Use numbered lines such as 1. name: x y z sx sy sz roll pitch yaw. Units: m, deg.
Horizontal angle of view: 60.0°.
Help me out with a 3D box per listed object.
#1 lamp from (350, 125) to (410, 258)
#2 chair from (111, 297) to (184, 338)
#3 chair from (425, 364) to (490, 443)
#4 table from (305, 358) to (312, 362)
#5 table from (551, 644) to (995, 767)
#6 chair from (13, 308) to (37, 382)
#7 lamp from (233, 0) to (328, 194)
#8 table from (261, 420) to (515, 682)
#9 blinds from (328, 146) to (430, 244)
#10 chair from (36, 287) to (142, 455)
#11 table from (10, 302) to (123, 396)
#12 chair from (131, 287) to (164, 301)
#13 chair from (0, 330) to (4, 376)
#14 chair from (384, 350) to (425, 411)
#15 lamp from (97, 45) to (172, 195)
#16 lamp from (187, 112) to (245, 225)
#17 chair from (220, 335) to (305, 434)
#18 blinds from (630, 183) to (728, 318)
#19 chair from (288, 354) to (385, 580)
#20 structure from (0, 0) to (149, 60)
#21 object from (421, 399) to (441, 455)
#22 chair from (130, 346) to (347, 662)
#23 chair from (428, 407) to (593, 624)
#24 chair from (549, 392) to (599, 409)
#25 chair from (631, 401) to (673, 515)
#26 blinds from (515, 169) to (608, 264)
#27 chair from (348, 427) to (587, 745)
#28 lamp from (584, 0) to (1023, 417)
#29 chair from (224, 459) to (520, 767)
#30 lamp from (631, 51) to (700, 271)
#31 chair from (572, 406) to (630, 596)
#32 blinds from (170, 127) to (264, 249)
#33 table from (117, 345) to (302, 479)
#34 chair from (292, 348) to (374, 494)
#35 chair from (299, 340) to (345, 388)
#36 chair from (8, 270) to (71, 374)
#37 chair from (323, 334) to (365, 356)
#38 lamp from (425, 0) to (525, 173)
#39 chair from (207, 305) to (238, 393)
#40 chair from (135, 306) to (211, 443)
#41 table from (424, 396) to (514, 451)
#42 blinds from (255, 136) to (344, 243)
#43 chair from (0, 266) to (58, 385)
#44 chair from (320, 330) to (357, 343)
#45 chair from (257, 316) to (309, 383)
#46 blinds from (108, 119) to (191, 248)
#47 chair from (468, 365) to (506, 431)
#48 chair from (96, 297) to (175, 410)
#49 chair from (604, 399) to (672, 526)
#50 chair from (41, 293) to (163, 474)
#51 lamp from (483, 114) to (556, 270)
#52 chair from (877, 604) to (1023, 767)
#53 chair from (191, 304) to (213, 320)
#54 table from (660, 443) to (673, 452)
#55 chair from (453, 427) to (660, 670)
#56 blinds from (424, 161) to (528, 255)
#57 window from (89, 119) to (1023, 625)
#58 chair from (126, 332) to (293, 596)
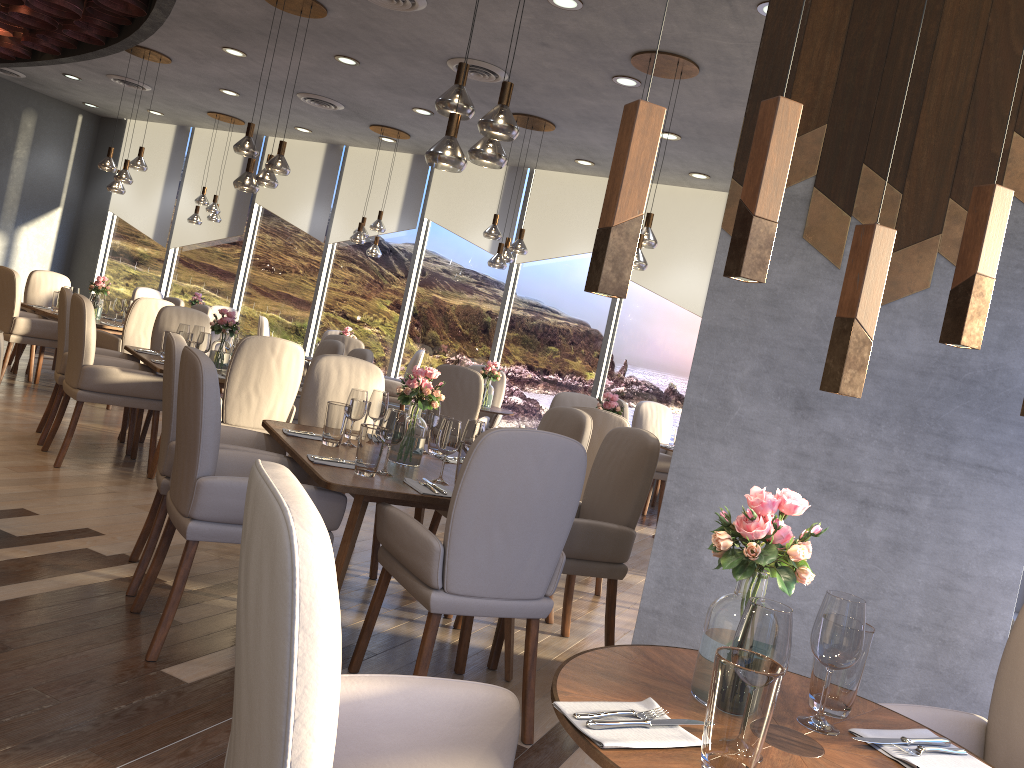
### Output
1. lamp: -1.433 -2.033 9.420 0.440 1.326 0.438 12 1 17
2. chair: -3.762 -0.436 9.006 0.530 1.000 0.598 13 1 38
3. chair: -0.480 0.342 7.216 0.528 1.000 0.599 12 1 5
4. table: -1.898 0.118 9.427 0.836 0.662 0.832 13 2 23
5. table: 0.408 0.938 1.534 0.835 0.662 0.833 13 2 15
6. chair: -4.618 -0.577 7.993 0.530 1.000 0.598 13 1 43
7. lamp: -1.604 -1.928 5.994 0.440 1.326 0.438 12 1 29
8. table: -0.524 0.648 3.675 0.962 0.665 1.311 11 2 -26
9. blinds: -1.435 -2.891 10.559 1.176 2.680 0.007 12 1 24
10. chair: -2.765 -0.093 5.885 0.598 1.000 0.530 12 1 -30
11. table: -3.999 -0.289 8.319 1.312 0.665 0.962 14 2 40
12. chair: -4.472 -0.671 11.012 0.602 1.000 0.526 13 1 37
13. chair: -2.477 0.143 3.627 0.777 0.837 0.593 13 2 43
14. chair: -1.332 0.065 9.504 0.599 1.000 0.529 12 1 -10
15. lamp: -3.546 -2.439 8.282 0.438 1.326 0.441 12 1 -28
16. lamp: -3.562 -2.539 10.626 0.440 1.326 0.438 12 1 23
17. chair: -1.610 0.178 5.306 0.526 1.000 0.602 11 1 -36
18. blinds: 1.894 -1.960 9.047 1.176 2.680 0.007 12 1 24
19. chair: -0.857 0.376 4.424 0.527 1.000 0.601 12 1 -23
20. structure: -3.805 -2.926 5.562 2.746 0.556 9.488 10 3 -37
21. object: -0.387 0.197 4.055 0.092 0.244 0.092 12 1 24
22. chair: -0.952 0.409 3.147 0.598 1.000 0.530 12 1 -30
23. chair: -0.030 0.562 4.218 0.598 1.000 0.530 12 1 -28
24. chair: 0.405 0.572 6.241 0.528 1.000 0.600 12 1 0
25. chair: 1.368 0.693 8.295 0.527 1.000 0.601 12 1 -23
26. blinds: 0.840 -2.510 9.547 1.176 2.680 0.007 12 1 24
27. chair: -0.142 0.591 2.941 0.527 1.000 0.601 12 1 -28
28. lamp: 0.779 -0.925 1.546 1.158 1.931 0.118 12 1 -21
29. chair: -0.176 0.651 1.303 0.598 1.000 0.530 12 1 -23
30. lamp: 0.838 -1.391 5.663 0.441 1.326 0.438 13 1 31
31. chair: 0.370 0.612 5.080 0.528 1.000 0.600 12 1 1
32. blinds: -3.759 -2.985 11.569 1.176 2.680 0.007 12 1 24
33. table: -2.088 0.217 6.002 0.962 0.665 1.312 11 2 -33
34. chair: -1.366 0.197 6.121 0.598 1.000 0.530 12 1 -30
35. chair: -1.660 0.114 6.600 0.598 1.000 0.530 11 1 -36
36. chair: -4.607 -0.610 8.841 0.602 1.000 0.526 13 1 43
37. chair: -1.765 0.000 8.824 0.527 1.000 0.601 12 1 -13
38. lamp: -0.057 -1.499 3.633 0.440 1.326 0.439 12 1 9
39. chair: -3.586 -0.451 10.287 0.602 1.000 0.526 13 1 38
40. chair: -2.514 -0.073 6.693 0.527 1.000 0.602 12 1 -30
41. table: -0.457 0.494 7.790 0.832 0.662 0.836 12 2 -17
42. blinds: -2.550 -3.151 11.062 1.176 2.680 0.007 12 1 24
43. chair: -4.184 -0.470 7.637 0.530 1.000 0.598 13 1 36
44. chair: -2.003 -0.098 9.959 0.527 1.000 0.601 12 1 -14
45. chair: -2.455 -0.169 9.328 0.599 1.000 0.529 12 1 -11
46. blinds: -4.876 -3.246 12.072 1.176 2.680 0.007 12 1 24
47. chair: -0.358 0.320 8.371 0.528 1.000 0.600 12 1 4
48. chair: -3.351 -0.297 7.775 0.602 1.000 0.526 13 1 37
49. chair: 1.018 0.647 7.599 0.598 1.000 0.529 12 1 -20
50. chair: -2.452 -0.007 5.414 0.598 1.000 0.530 11 1 -38
51. lamp: 0.029 -1.652 7.785 0.440 1.326 0.438 12 1 26
52. chair: 0.988 0.881 1.790 0.598 1.000 0.530 12 1 -24
53. chair: -3.345 -0.331 8.636 0.530 1.000 0.598 13 1 43
54. table: 1.594 0.936 7.729 0.835 0.662 0.833 12 2 10
55. chair: 0.202 0.633 3.705 0.598 1.000 0.530 12 1 -23
56. blinds: -0.289 -2.773 10.056 1.176 2.680 0.007 12 1 24
57. window: 0.833 -0.721 6.391 8.042 3.198 16.168 11 2 -22
58. chair: -1.205 0.333 3.654 0.598 1.000 0.530 12 1 -23
